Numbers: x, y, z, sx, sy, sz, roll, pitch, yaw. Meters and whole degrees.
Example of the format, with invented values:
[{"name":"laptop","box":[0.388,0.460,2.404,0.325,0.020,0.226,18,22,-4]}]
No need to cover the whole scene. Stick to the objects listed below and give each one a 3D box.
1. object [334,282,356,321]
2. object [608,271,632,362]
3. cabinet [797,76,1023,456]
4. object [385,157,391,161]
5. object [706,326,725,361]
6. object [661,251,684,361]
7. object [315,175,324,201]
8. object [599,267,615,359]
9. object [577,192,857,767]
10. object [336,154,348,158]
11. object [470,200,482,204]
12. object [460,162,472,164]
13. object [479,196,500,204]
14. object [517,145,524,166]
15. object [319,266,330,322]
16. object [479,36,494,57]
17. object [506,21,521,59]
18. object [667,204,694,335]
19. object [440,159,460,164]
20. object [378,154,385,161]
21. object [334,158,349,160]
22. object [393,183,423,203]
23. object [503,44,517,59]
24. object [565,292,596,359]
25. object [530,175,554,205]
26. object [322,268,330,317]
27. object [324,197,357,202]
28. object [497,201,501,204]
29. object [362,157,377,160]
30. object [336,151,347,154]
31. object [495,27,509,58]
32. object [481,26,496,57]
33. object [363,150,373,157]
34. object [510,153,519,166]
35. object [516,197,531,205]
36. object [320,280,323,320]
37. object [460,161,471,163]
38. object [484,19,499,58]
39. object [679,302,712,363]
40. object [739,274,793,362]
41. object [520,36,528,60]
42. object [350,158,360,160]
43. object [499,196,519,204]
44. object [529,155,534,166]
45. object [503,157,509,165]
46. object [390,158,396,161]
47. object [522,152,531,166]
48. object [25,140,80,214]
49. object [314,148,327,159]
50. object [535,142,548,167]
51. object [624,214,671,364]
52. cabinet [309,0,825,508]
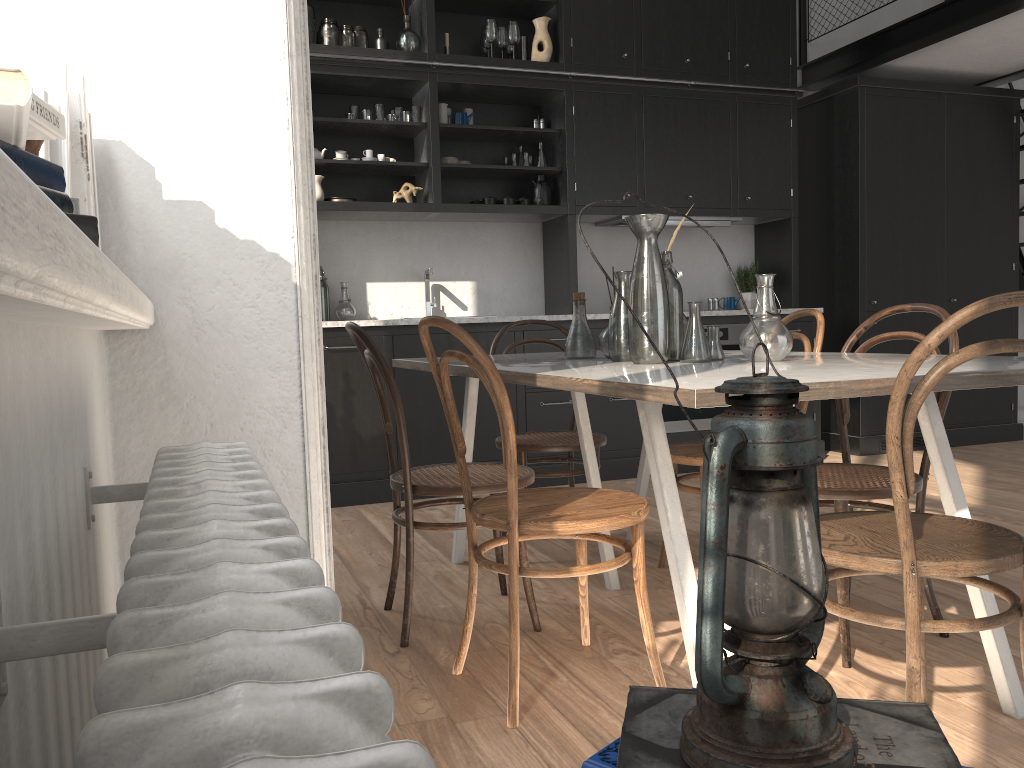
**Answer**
[{"name":"object","box":[-0.939,-0.461,4.985,0.120,0.219,0.132,-3,4,-20]},{"name":"object","box":[0.323,-0.193,2.534,0.100,0.255,0.098,-6,6,-43]},{"name":"cabinet","box":[2.727,-0.771,6.087,1.400,2.373,0.633,-3,4,-20]},{"name":"object","box":[-0.699,-1.237,4.931,0.056,0.041,0.049,2,5,43]},{"name":"object","box":[0.549,-0.112,2.417,0.058,0.094,0.058,-1,4,8]},{"name":"object","box":[0.429,-0.214,2.451,0.086,0.301,0.086,-5,5,-34]},{"name":"object","box":[-1.063,-1.032,4.725,0.115,0.145,0.127,-5,5,-41]},{"name":"object","box":[0.322,-0.222,2.773,0.106,0.284,0.106,-4,4,-25]},{"name":"object","box":[0.149,0.054,0.599,0.163,0.383,0.154,2,6,43]},{"name":"object","box":[-0.930,-1.232,4.832,0.058,0.033,0.055,2,5,45]},{"name":"object","box":[-0.202,-1.044,5.164,0.088,0.059,0.104,-3,4,-21]},{"name":"object","box":[-0.295,-1.265,5.166,0.123,0.036,0.123,-4,4,-32]},{"name":"object","box":[-0.128,-1.040,5.048,0.104,0.059,0.088,-4,4,-31]},{"name":"object","box":[0.055,-1.337,5.279,0.083,0.158,0.083,-2,4,-9]},{"name":"object","box":[-1.037,-0.485,4.800,0.086,0.301,0.086,-5,5,-34]},{"name":"object","box":[-0.149,-1.932,5.196,0.083,0.221,0.083,-1,4,12]},{"name":"object","box":[0.008,-1.926,5.012,0.083,0.221,0.083,0,4,26]},{"name":"object","box":[0.451,-0.299,2.636,0.157,0.446,0.156,-2,4,-2]},{"name":"object","box":[0.084,-0.183,2.279,0.792,1.843,5.824,-3,4,-15]},{"name":"object","box":[-0.720,-1.235,4.878,0.039,0.054,0.049,-1,4,6]},{"name":"object","box":[-0.931,-1.219,4.834,0.085,0.017,0.085,-3,4,-24]},{"name":"object","box":[-0.577,-1.047,4.885,0.173,0.123,0.069,-1,4,12]},{"name":"object","box":[-0.011,-1.938,5.214,0.083,0.221,0.083,-3,4,-21]},{"name":"object","box":[0.218,-0.187,2.844,0.101,0.212,0.101,0,4,19]},{"name":"object","box":[0.177,-1.124,5.194,0.129,0.192,0.124,-1,4,8]},{"name":"object","box":[-1.066,-0.495,4.959,0.086,0.301,0.086,0,4,26]},{"name":"object","box":[-0.938,-0.989,4.848,0.180,0.037,0.180,-4,4,-35]},{"name":"object","box":[-0.109,-1.049,5.194,0.104,0.059,0.088,-1,4,9]},{"name":"object","box":[-0.784,-1.232,4.877,0.085,0.016,0.085,0,4,21]},{"name":"object","box":[-0.931,-1.252,4.831,0.058,0.047,0.055,-2,4,-5]},{"name":"object","box":[-0.056,-1.929,5.096,0.083,0.221,0.083,-3,4,-21]},{"name":"object","box":[-0.134,-1.925,5.068,0.083,0.221,0.083,-4,5,-28]},{"name":"object","box":[-0.789,-1.257,4.875,0.049,0.055,0.039,-2,4,1]},{"name":"object","box":[0.013,-1.298,5.184,0.058,0.094,0.058,0,4,19]},{"name":"object","box":[0.067,-1.051,5.133,0.088,0.059,0.104,-3,4,-11]},{"name":"object","box":[-1.058,-0.503,4.665,0.109,0.349,0.109,-5,5,-39]},{"name":"object","box":[-0.295,-1.273,5.165,0.112,0.036,0.112,0,4,23]},{"name":"object","box":[-0.114,-1.919,4.965,0.083,0.221,0.083,-1,4,12]},{"name":"object","box":[0.480,-0.136,2.325,0.083,0.158,0.083,-4,4,-24]},{"name":"object","box":[0.642,-0.167,2.246,0.132,0.219,0.132,-4,5,-31]},{"name":"object","box":[0.072,-1.918,5.149,0.046,0.186,0.046,2,5,42]},{"name":"object","box":[-0.868,-1.226,4.903,0.058,0.033,0.055,-2,4,-3]},{"name":"object","box":[-0.020,-1.045,5.080,0.104,0.059,0.088,-5,5,-41]},{"name":"object","box":[0.112,-1.315,5.328,0.067,0.108,0.067,-4,5,-32]},{"name":"object","box":[-0.035,-1.302,5.275,0.058,0.094,0.058,-6,5,-43]},{"name":"object","box":[-0.679,-1.243,4.947,0.048,0.041,0.058,-5,5,-42]},{"name":"object","box":[0.082,-1.299,5.164,0.058,0.094,0.058,0,4,19]},{"name":"object","box":[-0.428,-0.171,0.782,0.048,0.153,0.088,2,5,40]},{"name":"object","box":[-1.088,-1.241,4.805,0.125,0.100,0.140,-5,5,-38]},{"name":"object","box":[0.170,-1.335,5.196,0.083,0.158,0.083,-5,5,-36]},{"name":"object","box":[0.356,-0.244,2.317,0.116,0.383,0.116,-2,4,-9]},{"name":"cabinet","box":[0.286,-1.243,5.166,3.250,3.585,0.634,-3,4,-20]}]
